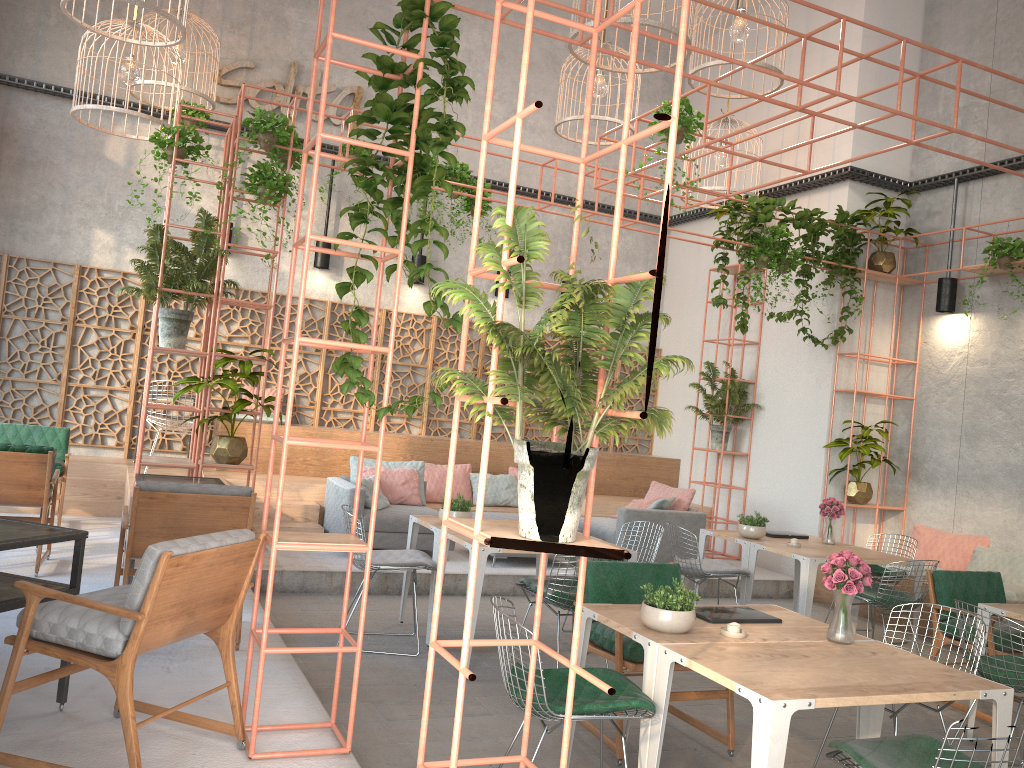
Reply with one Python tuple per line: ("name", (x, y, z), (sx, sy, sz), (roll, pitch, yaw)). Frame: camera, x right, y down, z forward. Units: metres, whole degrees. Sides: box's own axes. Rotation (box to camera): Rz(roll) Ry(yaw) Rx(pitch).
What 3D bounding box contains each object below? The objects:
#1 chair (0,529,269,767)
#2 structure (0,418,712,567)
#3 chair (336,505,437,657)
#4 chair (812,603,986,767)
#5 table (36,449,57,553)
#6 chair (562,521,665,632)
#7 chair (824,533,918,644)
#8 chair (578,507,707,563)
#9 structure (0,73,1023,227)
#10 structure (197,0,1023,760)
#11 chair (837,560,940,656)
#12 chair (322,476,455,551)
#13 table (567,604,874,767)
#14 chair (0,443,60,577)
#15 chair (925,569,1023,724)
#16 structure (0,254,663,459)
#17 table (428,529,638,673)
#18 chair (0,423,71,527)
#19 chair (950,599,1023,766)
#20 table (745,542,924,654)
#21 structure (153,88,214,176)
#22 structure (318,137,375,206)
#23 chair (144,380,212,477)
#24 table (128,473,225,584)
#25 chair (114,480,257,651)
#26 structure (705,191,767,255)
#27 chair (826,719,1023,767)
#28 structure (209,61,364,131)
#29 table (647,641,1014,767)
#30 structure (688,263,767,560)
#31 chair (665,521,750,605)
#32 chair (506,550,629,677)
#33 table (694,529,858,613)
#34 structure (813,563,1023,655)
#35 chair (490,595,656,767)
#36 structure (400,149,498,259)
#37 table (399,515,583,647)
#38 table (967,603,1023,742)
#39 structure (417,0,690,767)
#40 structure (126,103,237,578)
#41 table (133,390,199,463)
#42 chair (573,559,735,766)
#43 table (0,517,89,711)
("chair", (-1.479, 1.026, 3.508), (0.685, 0.914, 0.722), (5, -2, 16))
("structure", (-1.422, 1.127, 9.536), (9.152, 1.111, 3.396), (7, -2, -24))
("chair", (-0.889, 1.356, 6.238), (0.717, 0.941, 0.565), (6, -2, -8))
("chair", (1.904, 1.579, 4.382), (0.717, 0.941, 0.565), (7, -2, -23))
("table", (-4.138, 0.936, 7.315), (0.602, 0.798, 0.635), (7, -2, -24))
("chair", (0.794, 1.551, 6.998), (0.717, 0.941, 0.565), (7, -2, -23))
("chair", (3.279, 1.840, 8.106), (0.717, 0.941, 0.565), (7, -2, -23))
("chair", (1.350, 1.629, 9.682), (1.052, 0.672, 1.127), (7, -2, -24))
("structure", (4.110, -2.400, 5.382), (15.203, 0.110, 15.603), (7, -2, -24))
("structure", (4.650, 0.064, 8.159), (14.096, 4.345, 4.501), (7, -2, -25))
("chair", (2.847, 1.754, 6.814), (0.565, 0.941, 0.717), (7, -2, -28))
("chair", (-1.243, 1.299, 8.970), (1.127, 0.586, 1.056), (7, -2, -24))
("table", (0.959, 1.534, 4.175), (1.205, 0.830, 0.694), (7, -2, -24))
("chair", (-3.775, 0.884, 6.530), (0.722, 0.929, 0.685), (7, -2, -24))
("chair", (3.282, 1.777, 6.025), (0.722, 0.917, 0.685), (7, -2, -24))
("structure", (-1.723, 0.096, 11.216), (9.782, 2.103, 0.132), (7, -2, -24))
("table", (0.136, 1.502, 6.158), (1.214, 0.830, 0.694), (7, -2, -24))
("chair", (-4.572, 0.861, 8.323), (0.722, 0.929, 0.685), (7, -2, -24))
("chair", (2.742, 1.677, 4.767), (0.717, 0.941, 0.565), (6, -2, -8))
("table", (2.621, 1.790, 7.264), (1.214, 0.830, 0.694), (7, -2, -24))
("structure", (-3.489, -2.677, 9.514), (0.605, 0.972, 0.587), (7, -2, -25))
("structure", (-1.865, -2.489, 10.238), (0.605, 0.972, 0.587), (7, -2, -25))
("chair", (-3.039, 0.445, 8.025), (0.565, 0.941, 0.717), (6, -2, -15))
("table", (-2.391, 1.079, 6.273), (0.602, 0.798, 0.635), (7, -2, -24))
("chair", (-1.946, 1.029, 5.268), (0.722, 0.929, 0.685), (7, -2, -24))
("structure", (2.791, -2.012, 11.043), (0.903, 0.803, 0.934), (4, -2, 38))
("chair", (1.472, 1.494, 3.091), (0.565, 0.941, 0.717), (7, -2, -28))
("structure", (-2.692, -3.563, 10.727), (1.807, 0.695, 0.087), (7, -2, -24))
("table", (1.245, 1.542, 3.541), (1.214, 0.830, 0.694), (7, -2, -24))
("structure", (2.654, 0.334, 11.089), (0.424, 3.596, 0.624), (7, -2, -24))
("chair", (1.595, 1.644, 7.346), (0.717, 0.941, 0.565), (6, -2, -8))
("chair", (0.363, 1.466, 5.706), (0.565, 0.941, 0.717), (7, -2, -28))
("table", (2.335, 1.782, 7.899), (1.205, 0.830, 0.694), (7, -2, -24))
("structure", (6.837, 2.451, 8.882), (5.831, 0.500, 4.386), (7, -2, -24))
("chair", (0.221, 1.384, 3.623), (0.717, 0.941, 0.565), (6, -2, -8))
("structure", (-0.820, -2.209, 10.654), (1.434, 1.290, 0.670), (7, -2, -24))
("table", (-0.150, 1.494, 6.791), (1.205, 0.830, 0.694), (7, -2, -24))
("table", (3.481, 1.815, 5.319), (1.205, 0.830, 0.694), (7, -2, -24))
("structure", (0.119, 0.017, 2.952), (0.424, 3.602, 0.624), (7, -2, -24))
("structure", (-2.728, -0.346, 6.872), (0.722, 3.623, 0.748), (7, -2, -24))
("table", (-3.691, 0.501, 9.509), (0.602, 0.798, 0.635), (7, -2, -24))
("chair", (0.760, 1.484, 4.882), (0.722, 0.917, 0.685), (7, -2, -24))
("table", (-2.299, 1.007, 3.735), (0.635, 0.798, 0.602), (5, -2, 16))
